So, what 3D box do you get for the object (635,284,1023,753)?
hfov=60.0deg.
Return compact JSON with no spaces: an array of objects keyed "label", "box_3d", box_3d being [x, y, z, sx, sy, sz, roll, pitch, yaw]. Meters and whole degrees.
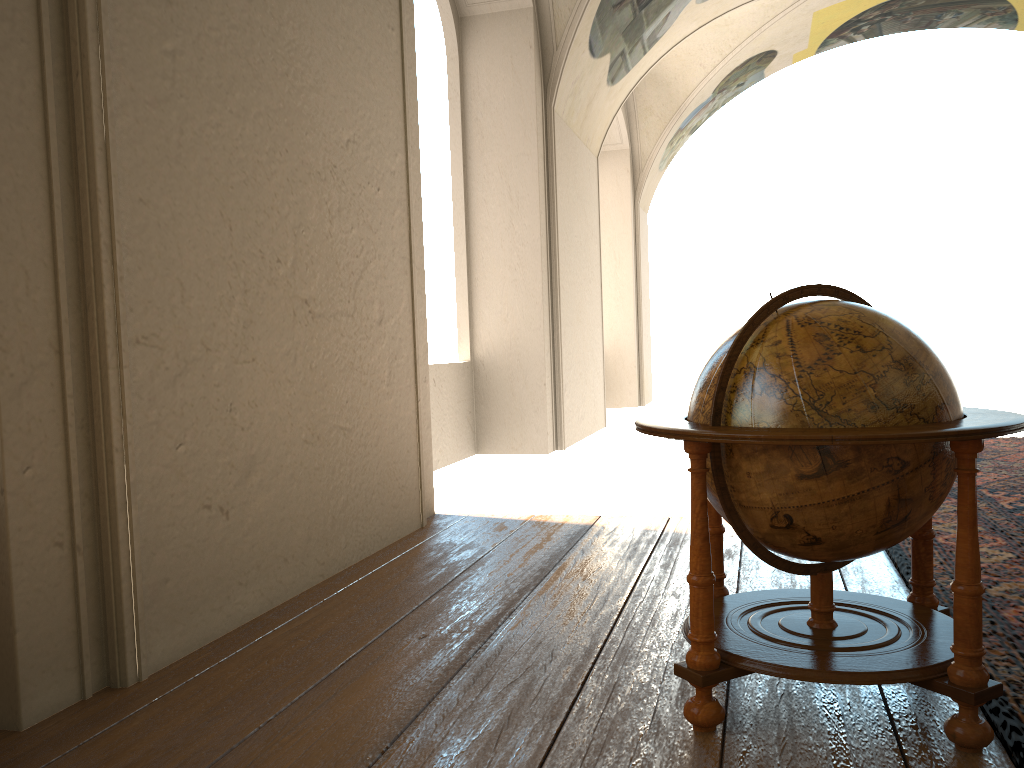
[{"label":"object","box_3d":[1.086,0.376,3.126,1.278,1.450,1.278,-4,3,-37]}]
